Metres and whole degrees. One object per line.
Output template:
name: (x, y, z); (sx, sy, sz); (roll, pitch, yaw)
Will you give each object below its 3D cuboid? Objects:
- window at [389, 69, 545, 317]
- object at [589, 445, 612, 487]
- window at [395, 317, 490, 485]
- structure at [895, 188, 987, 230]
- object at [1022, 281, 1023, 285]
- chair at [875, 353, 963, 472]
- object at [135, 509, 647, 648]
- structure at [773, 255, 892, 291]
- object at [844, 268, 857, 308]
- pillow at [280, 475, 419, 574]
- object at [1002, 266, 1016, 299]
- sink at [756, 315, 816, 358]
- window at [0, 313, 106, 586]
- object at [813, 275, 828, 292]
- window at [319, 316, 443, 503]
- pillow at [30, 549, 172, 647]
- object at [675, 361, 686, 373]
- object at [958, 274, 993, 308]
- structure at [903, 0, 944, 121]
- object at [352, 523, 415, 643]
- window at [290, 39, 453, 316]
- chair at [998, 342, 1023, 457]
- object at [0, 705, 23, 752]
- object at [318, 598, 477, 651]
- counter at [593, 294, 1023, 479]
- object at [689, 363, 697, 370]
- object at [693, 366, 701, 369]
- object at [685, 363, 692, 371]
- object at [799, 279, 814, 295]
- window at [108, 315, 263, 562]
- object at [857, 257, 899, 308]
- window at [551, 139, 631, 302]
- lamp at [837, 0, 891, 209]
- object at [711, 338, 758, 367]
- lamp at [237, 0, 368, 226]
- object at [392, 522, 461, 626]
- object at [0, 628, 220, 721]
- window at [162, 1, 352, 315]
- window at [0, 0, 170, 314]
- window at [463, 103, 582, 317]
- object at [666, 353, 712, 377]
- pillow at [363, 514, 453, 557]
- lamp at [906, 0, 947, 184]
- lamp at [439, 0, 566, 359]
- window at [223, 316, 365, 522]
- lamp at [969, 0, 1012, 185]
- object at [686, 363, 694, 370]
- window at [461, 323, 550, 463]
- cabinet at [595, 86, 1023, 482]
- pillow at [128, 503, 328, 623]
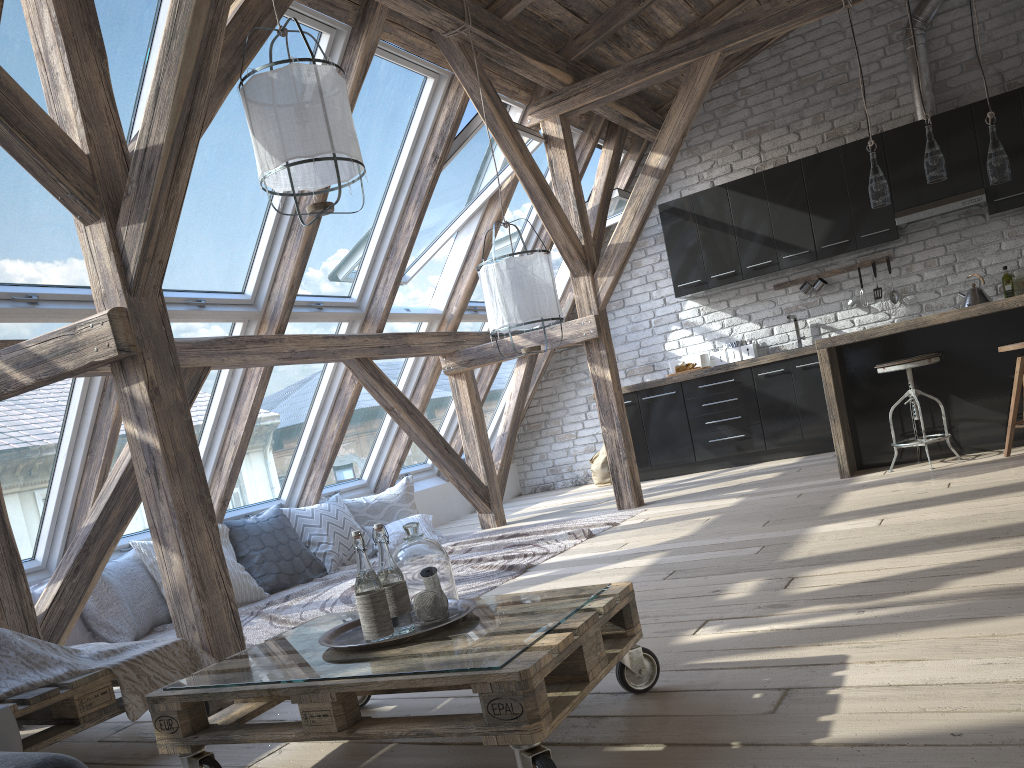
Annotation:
window: (-0.502, -1.179, 5.895); (1.420, 1.284, 0.842); (-11, 2, 30)
object: (0.857, 0.745, 8.213); (0.333, 0.392, 0.396); (-13, 1, -35)
window: (-0.627, 0.126, 7.257); (1.107, 1.285, 0.842); (-11, 2, 30)
structure: (3.217, -1.312, 6.600); (0.606, 0.104, 0.364); (-13, -2, 30)
object: (3.839, -0.720, 6.531); (0.080, 0.184, 0.038); (-9, 5, 42)
chair: (2.342, 0.165, 5.100); (0.350, 0.640, 0.355); (-13, 3, -27)
object: (-0.813, 1.114, 4.987); (2.210, 0.057, 3.146); (-13, -3, 30)
structure: (2.595, -0.903, 7.178); (0.942, 0.046, 0.080); (-13, -1, 30)
object: (2.729, -0.776, 7.119); (0.071, 0.328, 0.065); (-9, 5, 29)
pillow: (-1.124, 1.027, 6.369); (0.506, 0.536, 1.139); (-11, -1, 35)
object: (3.716, -0.743, 6.571); (0.090, 0.284, 0.080); (-10, 4, 25)
sink: (2.300, -0.308, 7.167); (0.531, 0.518, 0.507); (-11, 1, 30)
window: (-2.393, 0.351, 4.089); (1.107, 1.285, 0.842); (-11, 2, 30)
object: (2.523, -0.824, 7.208); (0.092, 0.140, 0.118); (-14, 3, -43)
window: (-1.068, 0.182, 6.465); (1.107, 1.285, 0.842); (-11, 2, 30)
pillow: (-2.186, 1.175, 4.603); (0.438, 0.527, 1.121); (-11, -1, 22)
object: (1.431, -0.141, 7.491); (0.090, 0.088, 0.086); (-12, 1, 7)
object: (3.387, -0.687, 6.446); (0.223, 0.237, 0.219); (-11, 1, 20)
structure: (3.355, -2.672, 6.370); (0.992, 1.293, 0.167); (-11, 4, 30)
object: (-0.310, 0.466, 2.063); (0.072, 0.269, 0.151); (-9, 4, 30)
window: (-0.902, -1.132, 5.078); (1.107, 1.285, 0.842); (-11, 2, 30)
chair: (2.867, 0.060, 4.782); (0.336, 0.599, 0.344); (-14, 4, -40)
object: (-1.577, 0.976, 1.990); (0.508, 0.278, 0.702); (-12, -2, 14)
object: (-0.278, 0.594, 2.171); (0.389, 0.022, 0.399); (-10, -3, -41)
counter: (2.173, 0.152, 6.397); (3.852, 0.857, 2.212); (-13, -2, 30)
object: (1.540, -0.148, 7.478); (0.073, 0.055, 0.082); (-12, 0, 6)
object: (1.573, -0.136, 7.482); (0.069, 0.017, 0.077); (-12, -2, 7)
object: (1.514, -0.147, 7.529); (0.074, 0.067, 0.079); (-12, 0, 1)
object: (2.434, -0.803, 7.269); (0.118, 0.140, 0.091); (-11, 2, 32)
window: (-1.951, 0.295, 4.881); (1.107, 1.285, 0.842); (-11, 2, 30)
object: (2.899, -0.795, 6.986); (0.285, 0.384, 0.068); (-11, 4, 30)
window: (0.370, -1.289, 7.485); (1.536, 1.284, 0.842); (-12, 2, 30)
lamp: (1.980, -1.661, 4.998); (0.109, 1.297, 0.221); (-9, 5, 31)
object: (1.936, -0.283, 7.606); (0.409, 0.202, 0.145); (-12, 1, 31)
lamp: (-0.859, -1.290, 3.326); (0.408, 1.313, 0.396); (-11, 4, 6)
object: (-0.229, 0.467, 2.206); (0.156, 0.249, 0.155); (-12, 2, -2)
object: (-1.456, 0.902, 2.779); (0.997, 0.476, 0.818); (-11, -1, -31)
window: (-1.343, -1.076, 4.286); (1.107, 1.285, 0.842); (-11, 2, 30)
window: (-1.785, -1.019, 3.495); (1.107, 1.285, 0.842); (-11, 2, 30)
window: (-0.019, -1.245, 6.662); (1.107, 1.285, 0.842); (-11, 2, 30)
object: (1.538, -0.165, 7.627); (0.384, 0.134, 0.584); (-12, -2, 18)
pillow: (-0.757, 1.091, 6.336); (0.532, 0.243, 0.478); (-11, -1, -19)
lamp: (2.226, -1.745, 4.856); (0.109, 1.246, 0.235); (-8, 6, 42)
lamp: (-0.081, -1.092, 4.635); (0.404, 1.908, 0.400); (-13, 4, -19)
window: (-1.510, 0.239, 5.673); (1.107, 1.285, 0.842); (-11, 2, 30)
lamp: (2.500, -1.756, 4.697); (0.110, 1.350, 0.222); (-9, 5, 32)
object: (1.513, -0.145, 7.471); (0.072, 0.058, 0.083); (-12, 0, 5)
window: (-0.185, 0.070, 8.048); (1.107, 1.285, 0.842); (-11, 2, 30)
cabinet: (2.212, -0.708, 6.290); (4.258, 2.523, 2.062); (-12, 1, 30)
pillow: (-1.695, 1.075, 5.442); (0.472, 0.565, 1.256); (-11, -1, 30)
